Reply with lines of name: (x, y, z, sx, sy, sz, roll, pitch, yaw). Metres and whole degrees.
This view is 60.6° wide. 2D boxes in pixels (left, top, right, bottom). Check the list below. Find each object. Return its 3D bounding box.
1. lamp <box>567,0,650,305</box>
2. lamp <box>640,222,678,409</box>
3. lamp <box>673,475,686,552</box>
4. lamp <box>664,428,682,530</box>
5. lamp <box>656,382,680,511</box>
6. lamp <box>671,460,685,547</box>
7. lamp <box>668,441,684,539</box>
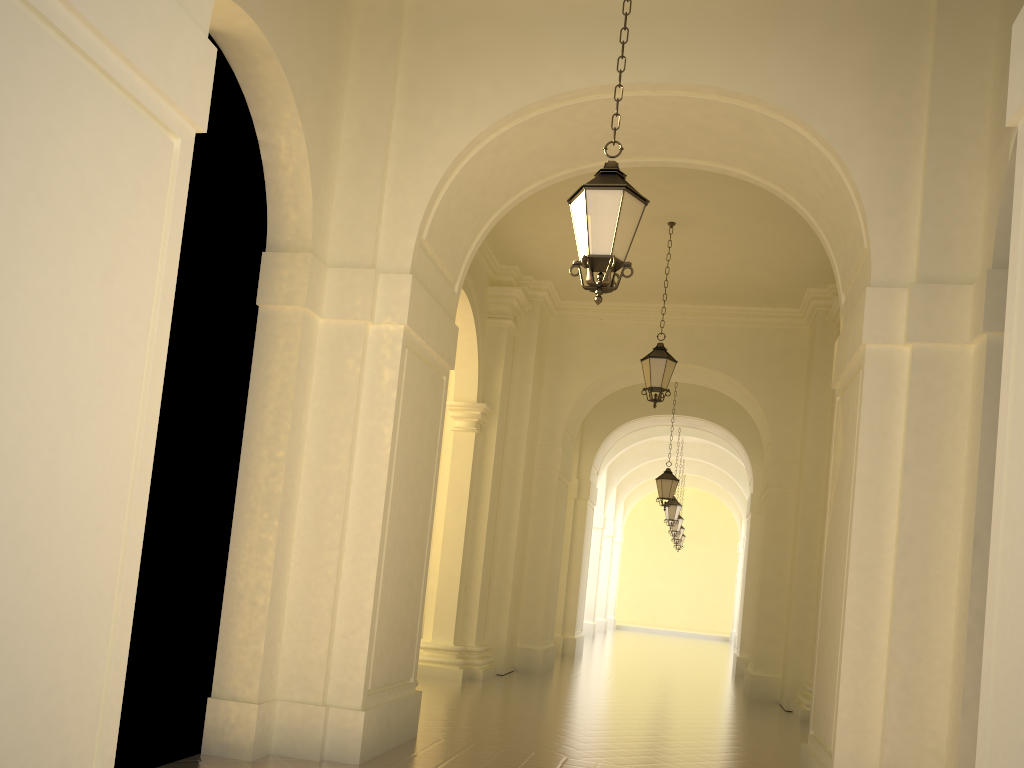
lamp: (0.689, -2.101, 5.426, 0.445, 3.273, 0.513, 7, -4, -17)
lamp: (2.035, -0.927, 11.786, 0.441, 2.537, 0.517, 2, -5, 42)
lamp: (6.634, 4.944, 34.241, 0.508, 3.273, 0.448, 5, -4, 12)
lamp: (4.313, 2.193, 22.991, 0.508, 3.273, 0.448, 5, -4, 12)
lamp: (3.296, 0.988, 18.061, 0.445, 3.273, 0.513, 7, -4, -17)
lamp: (5.868, 4.036, 30.529, 0.508, 3.273, 0.448, 5, -4, 12)
lamp: (5.097, 3.123, 26.794, 0.508, 3.273, 0.448, 5, -4, 12)
